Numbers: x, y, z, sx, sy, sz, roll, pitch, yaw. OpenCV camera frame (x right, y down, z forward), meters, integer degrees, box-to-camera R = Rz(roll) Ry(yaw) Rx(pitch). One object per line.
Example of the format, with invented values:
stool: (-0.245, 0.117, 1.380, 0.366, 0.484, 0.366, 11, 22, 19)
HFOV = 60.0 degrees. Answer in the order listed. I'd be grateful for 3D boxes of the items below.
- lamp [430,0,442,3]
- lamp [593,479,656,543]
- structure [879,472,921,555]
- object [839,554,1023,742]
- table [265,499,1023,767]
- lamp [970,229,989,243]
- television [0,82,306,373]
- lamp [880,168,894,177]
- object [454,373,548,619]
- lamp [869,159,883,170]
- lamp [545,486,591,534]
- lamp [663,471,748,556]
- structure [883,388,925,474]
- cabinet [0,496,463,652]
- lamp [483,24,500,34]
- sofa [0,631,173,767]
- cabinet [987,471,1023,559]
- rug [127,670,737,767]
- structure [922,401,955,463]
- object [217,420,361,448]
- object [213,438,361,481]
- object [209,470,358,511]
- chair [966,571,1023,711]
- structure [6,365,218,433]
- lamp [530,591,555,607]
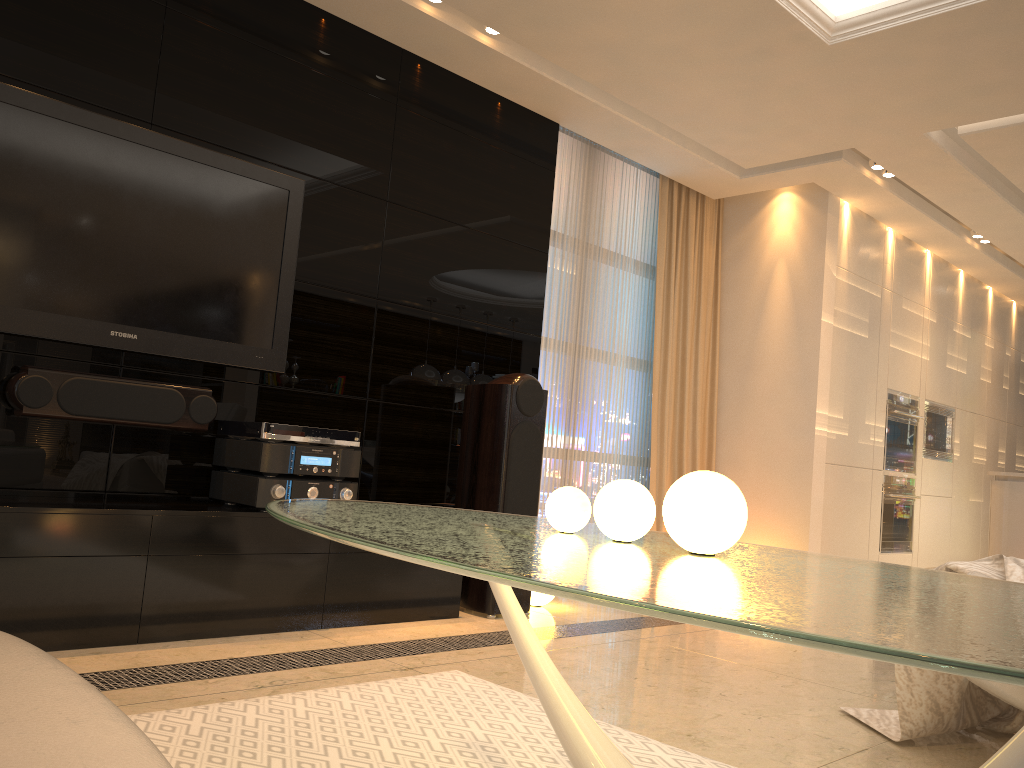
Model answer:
lamp: (-0.325, -1.723, 3.842, 0.107, 0.127, 0.107, 2, -5, 27)
lamp: (0.209, 0.235, 1.646, 0.115, 0.115, 0.115, 7, -5, -19)
structure: (2.715, 0.968, 6.781, 0.609, 0.597, 0.595, 10, -7, -44)
object: (1.584, 0.754, 2.289, 0.972, 0.580, 1.347, 6, -5, -7)
table: (0.284, 0.561, 1.384, 2.140, 0.565, 0.999, 0, -7, 45)
lamp: (3.537, -1.144, 6.670, 0.270, 0.127, 0.107, 10, -7, -44)
television: (-1.423, -0.543, 3.329, 1.358, 0.839, 0.055, 10, -7, -44)
lamp: (2.342, -1.349, 5.499, 0.107, 0.127, 0.107, 2, -6, 34)
object: (-0.109, 0.509, 4.255, 0.285, 1.127, 0.468, 10, -7, -44)
lamp: (2.226, -1.368, 5.386, 0.107, 0.127, 0.107, 2, -6, 34)
lamp: (0.111, 0.247, 1.744, 0.090, 0.091, 0.090, 4, -5, 6)
lamp: (0.331, 0.221, 1.524, 0.143, 0.143, 0.143, 2, -6, 30)
structure: (2.768, 0.364, 6.833, 0.609, 0.597, 0.595, 10, -7, -44)
cabinet: (-1.368, 0.644, 3.107, 2.842, 0.444, 0.416, 10, -7, -44)
lamp: (-0.079, -1.681, 4.083, 0.107, 0.127, 0.107, 7, -5, -25)
sofa: (-0.675, 0.319, 0.437, 1.145, 0.754, 2.328, 10, -7, -44)
cabinet: (4.308, 1.159, 5.947, 3.752, 0.887, 1.046, 10, -7, -44)
rug: (0.248, 0.855, 1.383, 1.661, 0.020, 2.900, 10, -7, -44)
structure: (3.310, 0.396, 7.347, 0.659, 0.450, 0.446, 10, -7, -44)
object: (-0.898, 0.205, 3.587, 0.441, 0.070, 0.371, 10, -7, -44)
object: (-0.893, 0.304, 3.561, 0.446, 0.130, 0.407, 10, -7, -44)
object: (-0.900, 0.434, 3.546, 0.446, 0.130, 0.419, 10, -7, -44)
chair: (1.783, 0.564, 2.195, 1.027, 0.991, 0.983, 0, -7, 45)
structure: (-1.444, 0.063, 3.262, 0.745, 0.179, 0.107, 10, -7, -44)
lamp: (0.127, 1.006, 4.456, 0.212, 0.214, 0.213, 4, -5, 6)
